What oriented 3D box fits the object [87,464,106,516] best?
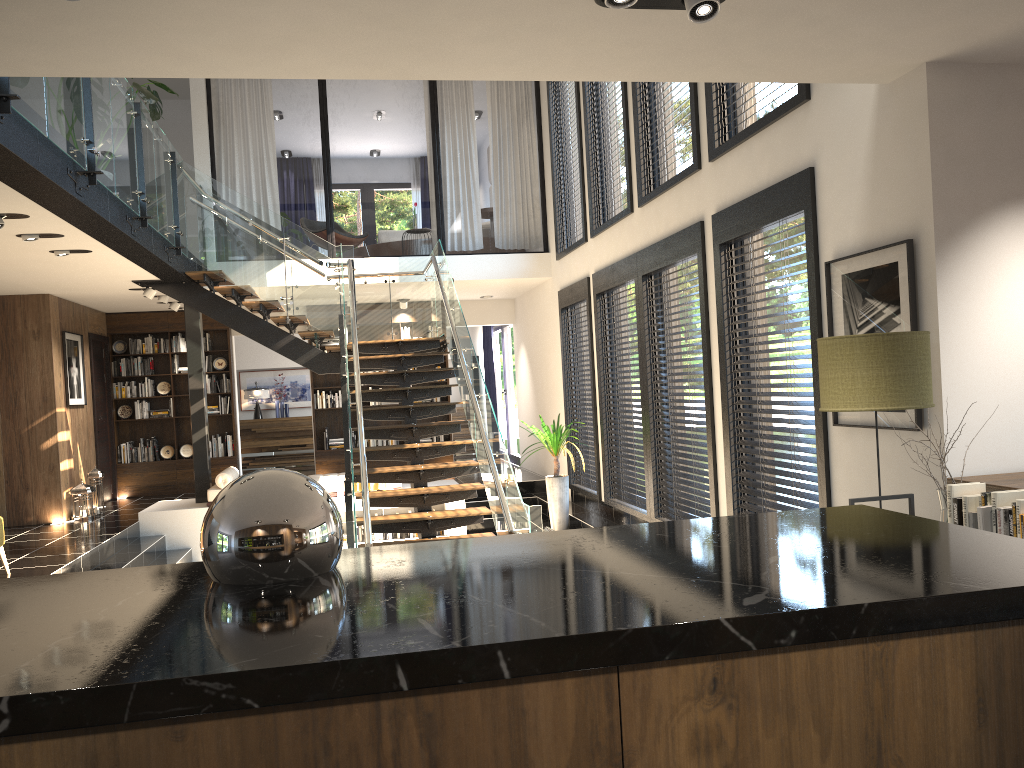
[{"bbox_3d":[-5.123,1.302,10.933,0.182,0.643,0.182,-3,1,-10],"label":"object"}]

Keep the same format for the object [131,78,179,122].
[{"bbox_3d":[-3.711,-2.249,7.872,1.464,1.554,1.260,-3,0,-22],"label":"object"}]

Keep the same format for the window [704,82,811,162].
[{"bbox_3d":[1.654,-2.853,5.737,0.358,2.476,1.393,-3,1,-10],"label":"window"}]

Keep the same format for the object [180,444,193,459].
[{"bbox_3d":[-4.802,0.997,13.105,0.212,0.222,0.082,-3,1,-10],"label":"object"}]

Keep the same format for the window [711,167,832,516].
[{"bbox_3d":[1.811,-0.002,5.771,0.358,2.476,1.393,-3,1,-10],"label":"window"}]

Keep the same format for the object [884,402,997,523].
[{"bbox_3d":[1.799,0.363,3.786,0.406,0.744,0.607,-3,1,40],"label":"object"}]

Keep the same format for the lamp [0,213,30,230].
[{"bbox_3d":[-3.549,-1.180,6.174,0.346,0.247,0.195,-3,0,-10],"label":"lamp"}]

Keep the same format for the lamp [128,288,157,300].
[{"bbox_3d":[-4.335,-1.121,10.449,0.346,0.263,0.195,-3,0,-10],"label":"lamp"}]

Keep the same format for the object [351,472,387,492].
[{"bbox_3d":[-1.816,1.370,11.252,0.466,0.510,1.166,-3,0,-11],"label":"object"}]

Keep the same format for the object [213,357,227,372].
[{"bbox_3d":[-4.343,-0.292,13.195,0.212,0.222,0.082,-3,1,-10],"label":"object"}]

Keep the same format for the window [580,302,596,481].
[{"bbox_3d":[1.015,0.053,10.474,0.005,2.297,1.221,-3,1,-10],"label":"window"}]

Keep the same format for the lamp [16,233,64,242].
[{"bbox_3d":[-3.692,-1.206,6.935,0.346,0.177,0.195,-3,0,-10],"label":"lamp"}]

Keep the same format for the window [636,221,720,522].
[{"bbox_3d":[1.512,0.017,7.389,0.358,2.476,1.498,-3,0,-10],"label":"window"}]

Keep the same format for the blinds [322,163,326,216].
[{"bbox_3d":[-3.695,-2.908,16.640,0.472,2.699,0.134,-3,1,-10],"label":"blinds"}]

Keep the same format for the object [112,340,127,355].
[{"bbox_3d":[-5.721,-0.531,12.934,0.212,0.222,0.082,-3,1,-10],"label":"object"}]

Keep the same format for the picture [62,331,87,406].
[{"bbox_3d":[-5.489,-0.185,11.141,0.028,0.911,0.748,-3,0,-10],"label":"picture"}]

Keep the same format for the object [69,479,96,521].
[{"bbox_3d":[-5.175,1.384,10.690,0.262,0.483,0.262,-3,1,-10],"label":"object"}]

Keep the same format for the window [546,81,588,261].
[{"bbox_3d":[0.786,-2.797,10.435,0.358,2.476,1.393,-3,1,-10],"label":"window"}]

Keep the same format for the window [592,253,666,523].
[{"bbox_3d":[1.241,0.035,8.860,0.358,2.476,1.498,-3,0,-10],"label":"window"}]

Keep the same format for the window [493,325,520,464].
[{"bbox_3d":[-0.077,0.123,15.844,0.184,2.476,2.981,-3,0,-10],"label":"window"}]

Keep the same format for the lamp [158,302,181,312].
[{"bbox_3d":[-4.617,-1.103,11.973,0.346,0.263,0.195,-3,0,-10],"label":"lamp"}]

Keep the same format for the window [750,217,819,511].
[{"bbox_3d":[1.882,-0.006,5.776,0.005,2.297,1.221,-3,1,-10],"label":"window"}]

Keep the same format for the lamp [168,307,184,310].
[{"bbox_3d":[-4.760,-1.137,12.738,0.346,0.177,0.195,-3,0,-10],"label":"lamp"}]

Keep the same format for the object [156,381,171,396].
[{"bbox_3d":[-5.129,0.067,13.069,0.212,0.222,0.082,-3,1,-10],"label":"object"}]

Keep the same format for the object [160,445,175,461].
[{"bbox_3d":[-5.073,1.012,13.060,0.212,0.222,0.082,-3,1,-10],"label":"object"}]

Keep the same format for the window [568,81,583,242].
[{"bbox_3d":[0.857,-2.801,10.440,0.005,2.297,1.221,-3,1,-10],"label":"window"}]

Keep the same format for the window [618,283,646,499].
[{"bbox_3d":[1.312,0.031,8.864,0.005,2.297,1.313,-3,1,-10],"label":"window"}]

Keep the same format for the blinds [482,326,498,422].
[{"bbox_3d":[-0.421,0.055,16.696,0.161,2.771,1.080,-3,1,-12],"label":"blinds"}]

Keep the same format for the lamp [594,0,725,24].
[{"bbox_3d":[0.553,-1.438,3.135,0.501,0.231,0.349,-3,0,-10],"label":"lamp"}]

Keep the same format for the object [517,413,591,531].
[{"bbox_3d":[0.483,1.005,9.918,0.876,1.338,0.830,-3,0,-21],"label":"object"}]

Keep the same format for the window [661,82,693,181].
[{"bbox_3d":[1.437,-2.838,7.301,0.005,2.297,1.221,-3,1,-10],"label":"window"}]

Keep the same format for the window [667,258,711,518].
[{"bbox_3d":[1.584,0.013,7.393,0.005,2.297,1.313,-3,1,-10],"label":"window"}]

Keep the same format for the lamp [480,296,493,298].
[{"bbox_3d":[-0.391,-1.386,13.556,0.195,0.158,0.346,-3,0,-10],"label":"lamp"}]

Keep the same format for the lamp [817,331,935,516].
[{"bbox_3d":[1.528,0.522,3.706,0.437,1.445,0.637,-3,1,15],"label":"lamp"}]

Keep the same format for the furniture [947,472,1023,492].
[{"bbox_3d":[3.410,0.727,3.632,2.609,0.822,1.365,-3,0,-10],"label":"furniture"}]

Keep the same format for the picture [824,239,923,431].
[{"bbox_3d":[1.842,-0.226,4.566,0.028,0.911,0.748,-3,0,-10],"label":"picture"}]

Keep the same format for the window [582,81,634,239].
[{"bbox_3d":[1.076,-2.816,8.865,0.358,2.476,1.393,-3,1,-10],"label":"window"}]

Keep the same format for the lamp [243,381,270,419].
[{"bbox_3d":[-4.773,0.312,16.609,0.470,0.726,0.470,-3,0,-18],"label":"lamp"}]

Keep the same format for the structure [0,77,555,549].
[{"bbox_3d":[-1.868,-0.046,7.377,3.447,4.869,7.280,-3,0,-11],"label":"structure"}]

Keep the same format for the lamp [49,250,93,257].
[{"bbox_3d":[-3.833,-1.197,7.698,0.346,0.177,0.195,-3,0,-10],"label":"lamp"}]

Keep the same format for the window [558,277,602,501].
[{"bbox_3d":[0.944,0.057,10.469,0.358,2.476,1.393,-3,1,-10],"label":"window"}]

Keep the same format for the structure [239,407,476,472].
[{"bbox_3d":[-3.727,1.086,16.867,6.275,0.982,0.886,-3,0,-10],"label":"structure"}]

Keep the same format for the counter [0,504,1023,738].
[{"bbox_3d":[-0.968,0.361,1.163,3.573,0.041,0.698,-3,0,-10],"label":"counter"}]

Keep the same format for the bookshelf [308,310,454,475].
[{"bbox_3d":[-2.014,0.114,13.655,2.090,2.683,0.273,-3,1,-10],"label":"bookshelf"}]

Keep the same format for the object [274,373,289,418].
[{"bbox_3d":[-4.371,0.227,16.792,0.272,0.860,0.270,-3,1,4],"label":"object"}]

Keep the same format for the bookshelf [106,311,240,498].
[{"bbox_3d":[-4.985,0.277,13.106,1.703,2.683,0.273,-3,1,-10],"label":"bookshelf"}]

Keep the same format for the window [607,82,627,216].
[{"bbox_3d":[1.147,-2.820,8.870,0.005,2.297,1.221,-3,1,-10],"label":"window"}]

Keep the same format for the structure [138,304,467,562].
[{"bbox_3d":[-2.601,0.408,11.094,3.781,3.245,1.149,-3,1,-10],"label":"structure"}]

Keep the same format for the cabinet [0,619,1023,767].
[{"bbox_3d":[-0.941,0.879,1.169,3.563,0.994,0.698,-3,0,-10],"label":"cabinet"}]

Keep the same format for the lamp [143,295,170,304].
[{"bbox_3d":[-4.477,-1.128,11.210,0.346,0.231,0.195,-3,0,-10],"label":"lamp"}]

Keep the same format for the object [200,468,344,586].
[{"bbox_3d":[-0.392,0.252,1.457,0.227,0.228,0.227,-3,0,40],"label":"object"}]

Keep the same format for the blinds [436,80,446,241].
[{"bbox_3d":[-0.776,-3.078,11.528,0.669,2.699,0.134,-3,1,-10],"label":"blinds"}]

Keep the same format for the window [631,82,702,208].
[{"bbox_3d":[1.366,-2.835,7.296,0.358,2.476,1.393,-3,1,-10],"label":"window"}]

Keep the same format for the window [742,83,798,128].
[{"bbox_3d":[1.725,-2.857,5.742,0.005,2.297,1.221,-3,1,-10],"label":"window"}]

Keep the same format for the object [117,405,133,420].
[{"bbox_3d":[-5.660,0.413,12.972,0.212,0.222,0.082,-3,1,-10],"label":"object"}]

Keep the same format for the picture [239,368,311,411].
[{"bbox_3d":[-3.411,0.048,17.117,3.543,0.748,0.035,-3,1,-10],"label":"picture"}]
